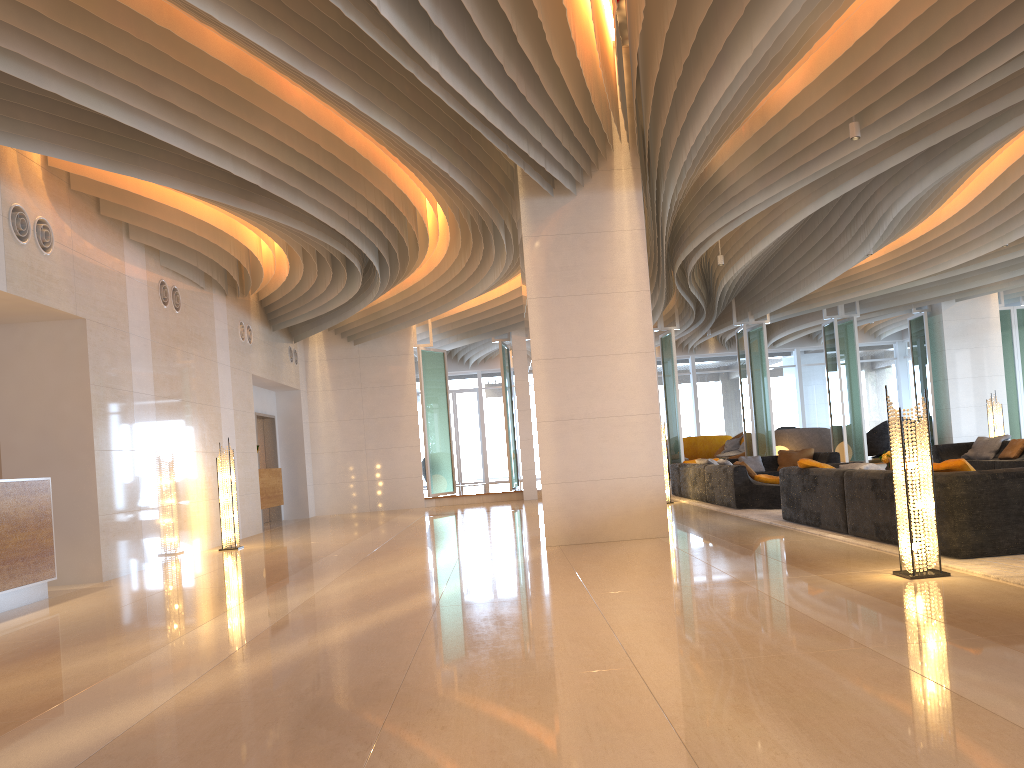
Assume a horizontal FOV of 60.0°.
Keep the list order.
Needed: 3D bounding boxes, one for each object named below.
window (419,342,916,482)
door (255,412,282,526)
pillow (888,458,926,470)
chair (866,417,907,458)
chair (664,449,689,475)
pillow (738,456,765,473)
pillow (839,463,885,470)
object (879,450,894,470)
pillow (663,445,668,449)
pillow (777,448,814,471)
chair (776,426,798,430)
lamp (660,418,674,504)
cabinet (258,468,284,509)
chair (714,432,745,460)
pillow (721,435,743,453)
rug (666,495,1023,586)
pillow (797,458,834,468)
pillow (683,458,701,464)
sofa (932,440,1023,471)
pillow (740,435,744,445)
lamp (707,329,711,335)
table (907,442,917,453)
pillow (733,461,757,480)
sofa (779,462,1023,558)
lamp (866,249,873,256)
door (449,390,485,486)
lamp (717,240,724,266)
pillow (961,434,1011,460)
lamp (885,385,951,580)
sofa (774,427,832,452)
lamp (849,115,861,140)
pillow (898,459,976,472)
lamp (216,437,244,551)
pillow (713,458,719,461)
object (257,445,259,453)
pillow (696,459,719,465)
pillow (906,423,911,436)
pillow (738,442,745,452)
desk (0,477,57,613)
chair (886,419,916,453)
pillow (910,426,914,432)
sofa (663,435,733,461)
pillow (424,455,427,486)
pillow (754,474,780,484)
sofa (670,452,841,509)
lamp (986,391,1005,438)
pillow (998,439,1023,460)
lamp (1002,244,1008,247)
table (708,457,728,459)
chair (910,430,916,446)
[{"bbox_3d":[9.610,-0.792,10.472,22.492,3.213,53.764,-1,-6,-36],"label":"window"},{"bbox_3d":[-4.782,1.634,17.033,0.246,2.097,1.406,-4,-2,-1],"label":"door"},{"bbox_3d":[3.305,0.788,7.142,0.444,0.409,0.603,-4,-4,0],"label":"pillow"},{"bbox_3d":[9.503,1.383,22.798,1.538,1.003,1.123,-2,-4,-29],"label":"chair"},{"bbox_3d":[3.727,1.725,21.661,1.132,1.003,1.526,-5,-4,6],"label":"chair"},{"bbox_3d":[4.255,1.431,15.754,0.407,0.312,0.323,-4,-3,0],"label":"pillow"},{"bbox_3d":[3.299,0.912,8.180,0.420,0.376,0.588,-4,-4,1],"label":"pillow"},{"bbox_3d":[5.605,1.169,13.204,0.233,0.376,0.269,-6,-3,30],"label":"object"},{"bbox_3d":[3.687,1.580,21.336,0.477,0.453,0.616,-3,-4,-20],"label":"pillow"},{"bbox_3d":[5.057,1.347,15.807,0.632,0.377,0.554,-6,-4,20],"label":"pillow"},{"bbox_3d":[7.890,1.622,24.224,1.532,1.004,1.128,-3,-3,-19],"label":"chair"},{"bbox_3d":[2.373,1.180,14.121,0.250,1.448,0.250,-4,-1,-2],"label":"lamp"},{"bbox_3d":[-4.406,1.801,15.218,0.560,0.660,1.513,-4,-4,-1],"label":"cabinet"},{"bbox_3d":[5.739,1.629,22.335,1.144,1.003,1.511,-4,-4,-14],"label":"chair"},{"bbox_3d":[5.648,1.540,22.653,0.479,0.453,0.612,-2,-4,-40],"label":"pillow"},{"bbox_3d":[5.544,1.176,8.212,5.517,0.022,16.247,-4,-5,-1],"label":"rug"},{"bbox_3d":[3.213,0.933,9.077,0.542,0.377,0.646,-6,-4,20],"label":"pillow"},{"bbox_3d":[3.279,1.478,15.702,0.414,0.315,0.337,-2,-4,-30],"label":"pillow"},{"bbox_3d":[7.594,1.129,13.144,0.942,0.581,3.783,-4,-5,-1],"label":"sofa"},{"bbox_3d":[5.968,1.479,22.418,0.376,0.421,0.600,-3,-4,-23],"label":"pillow"},{"bbox_3d":[4.712,-1.933,21.459,0.089,1.503,0.089,-4,-1,7],"label":"lamp"},{"bbox_3d":[11.301,1.710,24.242,1.077,0.318,0.822,-5,-4,5],"label":"table"},{"bbox_3d":[3.202,1.191,12.000,0.328,0.310,0.425,-4,-3,0],"label":"pillow"},{"bbox_3d":[3.374,1.007,7.789,0.942,0.581,3.783,-4,-5,-1],"label":"sofa"},{"bbox_3d":[5.235,-2.656,13.139,0.088,1.503,0.090,-5,-2,43],"label":"lamp"},{"bbox_3d":[-1.614,1.597,26.087,1.460,2.766,0.060,-4,-1,-3],"label":"door"},{"bbox_3d":[3.014,-2.496,13.039,0.088,1.503,0.090,-5,-2,43],"label":"lamp"},{"bbox_3d":[7.703,1.035,14.444,0.553,0.377,0.633,-3,-4,-24],"label":"pillow"},{"bbox_3d":[2.495,0.591,5.517,0.250,1.196,0.250,-4,-1,-2],"label":"lamp"},{"bbox_3d":[7.227,1.565,22.286,1.128,0.899,2.527,-1,-5,-42],"label":"sofa"},{"bbox_3d":[2.983,-2.919,7.863,0.089,1.503,0.089,-4,-1,-11],"label":"lamp"},{"bbox_3d":[3.237,0.719,6.497,0.553,0.377,0.633,-3,-4,-24],"label":"pillow"},{"bbox_3d":[-3.706,1.428,11.556,0.250,1.448,0.250,-4,-1,-2],"label":"lamp"},{"bbox_3d":[3.242,1.351,14.145,0.329,0.334,0.417,-2,-4,-36],"label":"pillow"},{"bbox_3d":[-4.360,1.188,14.863,0.268,0.496,0.235,-4,-2,-15],"label":"object"},{"bbox_3d":[3.201,1.333,13.806,0.548,0.376,0.651,-4,-4,-6],"label":"pillow"},{"bbox_3d":[11.230,1.338,25.541,0.605,0.421,0.373,-4,-3,1],"label":"pillow"},{"bbox_3d":[5.858,1.500,22.007,0.463,0.408,0.505,-4,-3,1],"label":"pillow"},{"bbox_3d":[-4.459,1.105,4.486,0.898,1.047,6.681,-4,-5,-1],"label":"desk"},{"bbox_3d":[11.204,1.459,25.288,1.509,1.004,1.145,-5,-3,11],"label":"chair"},{"bbox_3d":[11.553,1.338,25.276,0.498,0.408,0.470,-6,-4,26],"label":"pillow"},{"bbox_3d":[4.730,1.867,23.669,2.578,0.899,1.105,-3,-3,-12],"label":"sofa"},{"bbox_3d":[-2.475,2.073,20.195,1.521,1.004,1.136,-4,-3,-4],"label":"pillow"},{"bbox_3d":[3.448,1.251,11.697,0.405,0.135,0.423,-7,-5,32],"label":"pillow"},{"bbox_3d":[4.271,1.379,13.563,2.827,0.652,5.097,-4,-5,-1],"label":"sofa"},{"bbox_3d":[8.393,0.828,15.360,0.250,1.448,0.250,-4,-1,-2],"label":"lamp"},{"bbox_3d":[7.697,0.994,13.601,0.322,0.311,0.408,-4,-3,-4],"label":"pillow"},{"bbox_3d":[7.290,-2.803,13.234,0.088,1.503,0.090,-5,-2,43],"label":"lamp"},{"bbox_3d":[4.875,1.991,21.754,0.826,0.318,1.072,-3,-5,-20],"label":"table"},{"bbox_3d":[11.211,1.291,23.246,1.517,1.004,1.139,-4,-3,1],"label":"chair"}]
